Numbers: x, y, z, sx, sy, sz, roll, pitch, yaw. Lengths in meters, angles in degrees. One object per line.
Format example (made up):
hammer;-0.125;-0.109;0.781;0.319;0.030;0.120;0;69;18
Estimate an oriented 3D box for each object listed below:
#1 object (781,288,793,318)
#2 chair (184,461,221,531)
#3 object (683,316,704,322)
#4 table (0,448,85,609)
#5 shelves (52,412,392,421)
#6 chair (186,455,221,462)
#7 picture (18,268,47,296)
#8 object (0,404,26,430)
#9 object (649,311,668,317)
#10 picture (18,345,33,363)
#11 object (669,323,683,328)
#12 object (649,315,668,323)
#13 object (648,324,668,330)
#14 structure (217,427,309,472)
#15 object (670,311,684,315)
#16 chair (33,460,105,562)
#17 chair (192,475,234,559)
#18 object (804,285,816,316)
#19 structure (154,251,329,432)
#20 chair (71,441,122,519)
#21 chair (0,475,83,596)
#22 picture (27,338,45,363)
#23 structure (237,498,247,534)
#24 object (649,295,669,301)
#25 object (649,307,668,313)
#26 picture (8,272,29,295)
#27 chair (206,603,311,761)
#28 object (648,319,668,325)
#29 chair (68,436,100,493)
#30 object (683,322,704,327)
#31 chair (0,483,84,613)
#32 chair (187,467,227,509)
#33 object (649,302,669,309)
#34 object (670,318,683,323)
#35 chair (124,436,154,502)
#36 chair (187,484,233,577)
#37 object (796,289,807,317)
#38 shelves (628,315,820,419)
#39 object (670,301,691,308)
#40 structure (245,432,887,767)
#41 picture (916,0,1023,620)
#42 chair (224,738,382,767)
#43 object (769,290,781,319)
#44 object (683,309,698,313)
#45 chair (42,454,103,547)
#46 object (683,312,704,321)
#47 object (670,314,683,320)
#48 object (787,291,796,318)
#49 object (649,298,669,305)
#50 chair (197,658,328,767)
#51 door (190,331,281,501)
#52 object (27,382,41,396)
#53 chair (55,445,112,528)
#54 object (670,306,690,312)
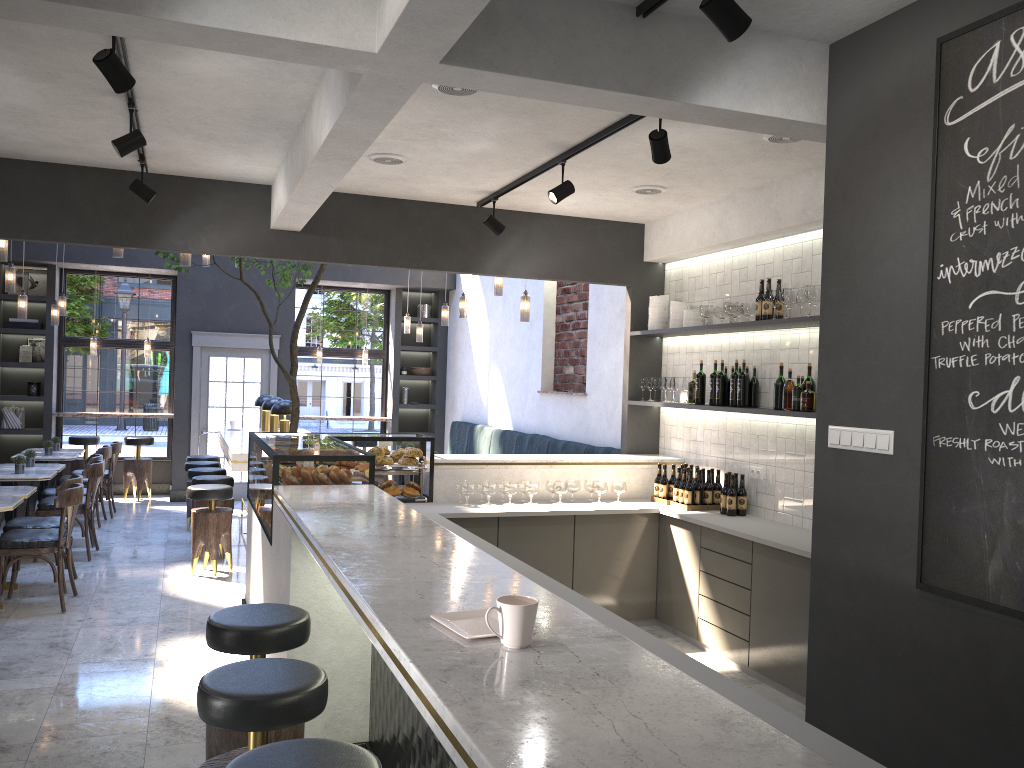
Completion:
object;1.667;-0.485;5.377;0.070;0.188;0.070;1;1;-29
chair;-3.306;1.202;9.460;0.370;0.737;0.372;1;1;-30
object;1.342;-0.463;6.554;0.153;0.074;0.154;2;0;-17
table;-2.616;1.219;8.799;4.599;0.751;4.829;2;0;-20
shelves;-3.867;0.453;12.249;4.403;0.043;0.384;2;0;-20
chair;-3.533;1.193;10.133;0.372;0.737;0.370;2;1;23
picture;-6.223;-1.310;11.525;0.361;0.369;0.055;2;1;-20
object;-6.365;0.411;11.313;0.250;0.323;0.241;2;1;-20
object;1.141;-0.533;6.917;0.153;0.075;0.154;2;0;37
picture;-6.305;-0.388;11.500;0.161;0.227;0.049;2;1;-20
object;1.271;-0.431;6.738;0.153;0.055;0.153;2;0;32
object;1.142;-0.501;6.919;0.153;0.062;0.153;2;0;9
object;1.136;-0.435;6.922;0.153;0.055;0.153;2;0;32
structure;-2.419;1.075;8.986;0.990;1.050;3.489;2;0;-20
object;1.276;-0.528;6.733;0.153;0.075;0.154;2;0;37
chair;-3.966;1.126;7.982;0.521;0.851;0.538;2;1;-19
chair;-2.764;1.224;8.176;0.372;0.737;0.370;2;1;7
object;1.740;-0.482;5.180;0.070;0.188;0.070;1;1;-29
structure;-1.976;-1.374;8.051;3.744;5.989;2.806;2;1;23
chair;-4.780;1.093;10.195;0.521;0.851;0.497;2;1;-21
chair;-3.606;1.141;6.833;0.521;0.851;0.538;2;1;-19
picture;-6.191;-0.434;11.568;0.247;0.326;0.044;2;1;-20
structure;-2.433;1.495;8.991;0.496;0.210;3.498;2;0;-20
object;1.146;-0.660;6.909;0.153;0.070;0.153;2;0;26
object;1.141;-0.563;6.916;0.153;0.060;0.153;2;0;-38
picture;-6.367;-1.289;11.436;0.230;0.313;0.061;2;1;-20
chair;-0.942;1.255;3.265;0.370;0.821;0.372;2;1;32
object;1.140;-0.471;6.920;0.153;0.074;0.154;2;0;-17
chair;-5.503;1.084;11.397;0.372;0.821;0.370;2;1;32
object;1.338;-0.428;6.556;0.153;0.055;0.153;2;0;32
chair;-3.350;1.151;6.312;0.521;0.851;0.538;2;1;-19
chair;-3.038;1.213;8.821;0.372;0.737;0.370;2;1;23
object;1.144;-0.598;6.913;0.154;0.076;0.153;2;0;1
object;1.275;-0.466;6.736;0.153;0.074;0.154;2;0;-17
chair;-4.890;1.103;11.600;0.370;0.821;0.372;2;1;32
chair;-2.562;1.232;7.501;0.372;0.737;0.370;2;1;23
object;1.770;-0.482;5.415;0.070;0.188;0.070;1;1;-29
shelves;1.698;-0.098;5.451;0.300;0.580;3.599;2;0;-20
object;1.279;-0.593;6.729;0.154;0.076;0.153;2;0;1
structure;0.678;1.065;3.933;3.205;1.300;5.804;2;0;-20
picture;1.526;-0.213;2.294;0.014;1.754;1.147;2;1;-20
chair;-0.486;1.274;2.004;0.372;0.821;0.370;2;1;23
object;1.626;-0.487;5.488;0.070;0.188;0.070;2;1;-6
object;1.343;-0.526;6.551;0.153;0.075;0.154;2;0;37
chair;-4.243;1.116;8.552;0.521;0.851;0.538;2;1;-27
object;1.344;-0.493;6.553;0.153;0.062;0.153;2;0;9
object;1.277;-0.496;6.735;0.153;0.062;0.153;2;0;9
object;1.729;-0.483;5.526;0.070;0.188;0.070;2;1;-6
object;1.148;-0.628;6.912;0.153;0.067;0.153;2;0;26
chair;-0.740;1.264;2.609;0.370;0.821;0.372;2;1;-11
door;-3.683;0.441;11.751;1.132;2.219;0.152;2;1;-20
object;-6.130;0.064;11.376;0.152;0.181;0.152;2;1;18
chair;-4.644;1.100;9.628;0.521;0.851;0.538;2;1;-19
object;1.276;-0.558;6.731;0.153;0.060;0.153;2;0;-38
